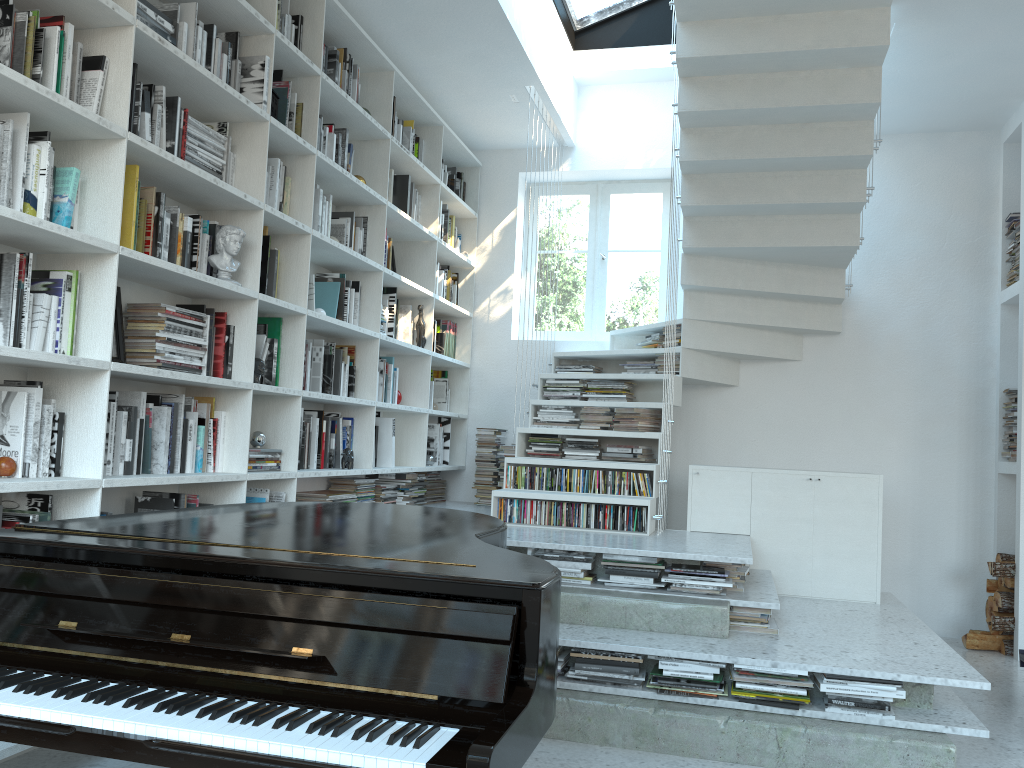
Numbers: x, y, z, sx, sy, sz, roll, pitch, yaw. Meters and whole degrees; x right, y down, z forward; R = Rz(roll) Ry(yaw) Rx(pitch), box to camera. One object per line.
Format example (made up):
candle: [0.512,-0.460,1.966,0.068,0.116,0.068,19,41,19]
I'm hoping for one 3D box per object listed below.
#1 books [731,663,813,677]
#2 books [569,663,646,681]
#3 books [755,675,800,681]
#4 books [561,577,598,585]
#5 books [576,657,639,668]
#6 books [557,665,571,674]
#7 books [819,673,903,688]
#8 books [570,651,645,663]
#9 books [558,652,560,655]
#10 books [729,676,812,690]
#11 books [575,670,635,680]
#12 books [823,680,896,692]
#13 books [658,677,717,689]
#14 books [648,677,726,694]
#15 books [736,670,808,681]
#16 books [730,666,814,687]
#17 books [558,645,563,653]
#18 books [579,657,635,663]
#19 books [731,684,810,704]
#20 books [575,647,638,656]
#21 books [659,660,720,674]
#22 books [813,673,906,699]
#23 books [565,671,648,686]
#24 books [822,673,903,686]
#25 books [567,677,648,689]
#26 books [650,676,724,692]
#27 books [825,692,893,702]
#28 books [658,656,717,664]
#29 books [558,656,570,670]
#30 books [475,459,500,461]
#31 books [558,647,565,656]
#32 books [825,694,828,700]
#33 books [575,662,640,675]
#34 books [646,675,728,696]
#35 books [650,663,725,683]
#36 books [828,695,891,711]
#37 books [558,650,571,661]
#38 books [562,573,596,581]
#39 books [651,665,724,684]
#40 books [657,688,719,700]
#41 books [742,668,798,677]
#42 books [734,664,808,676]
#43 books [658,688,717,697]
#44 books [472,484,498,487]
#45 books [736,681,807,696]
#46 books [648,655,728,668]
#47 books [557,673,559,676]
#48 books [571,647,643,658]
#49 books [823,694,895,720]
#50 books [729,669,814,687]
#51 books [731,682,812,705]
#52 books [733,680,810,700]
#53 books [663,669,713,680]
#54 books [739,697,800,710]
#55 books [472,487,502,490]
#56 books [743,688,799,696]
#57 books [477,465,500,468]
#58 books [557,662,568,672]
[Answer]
books: [0.966,1.061,3.310,0.284,0.008,0.133,2,-4,11]
books: [0.373,1.118,3.451,0.290,0.008,0.147,2,-4,11]
books: [0.965,1.076,3.312,0.210,0.009,0.133,1,-4,18]
books: [0.245,0.881,4.020,0.262,0.016,0.132,1,-4,19]
books: [0.376,1.070,3.458,0.239,0.017,0.142,2,-4,11]
books: [0.076,1.123,3.541,0.296,0.005,0.129,2,-4,17]
books: [1.255,1.061,3.214,0.266,0.010,0.176,2,-4,11]
books: [0.374,1.045,3.446,0.281,0.014,0.170,2,-4,12]
books: [0.074,1.046,3.523,0.235,0.014,0.166,2,-4,10]
books: [0.961,1.100,3.300,0.290,0.004,0.150,1,-4,18]
books: [0.371,1.108,3.443,0.220,0.011,0.177,2,-4,17]
books: [1.256,1.074,3.220,0.243,0.015,0.165,1,-4,18]
books: [0.666,1.117,3.361,0.215,0.013,0.189,2,-4,13]
books: [0.668,1.136,3.371,0.275,0.009,0.159,1,-4,18]
books: [0.962,1.067,3.299,0.251,0.006,0.175,2,-4,15]
books: [0.959,1.085,3.290,0.281,0.013,0.168,2,-4,10]
books: [0.074,1.033,3.521,0.249,0.012,0.179,2,-4,12]
books: [0.378,1.057,3.461,0.217,0.008,0.150,2,-4,14]
books: [0.956,1.139,3.283,0.275,0.006,0.191,2,-4,17]
books: [0.378,1.028,3.457,0.239,0.008,0.160,2,-4,16]
books: [0.673,1.064,3.381,0.222,0.028,0.141,2,-4,10]
books: [1.255,1.095,3.219,0.287,0.027,0.157,2,-4,10]
books: [0.368,1.125,3.432,0.290,0.009,0.189,1,-4,18]
books: [1.254,1.048,3.208,0.256,0.014,0.192,2,-4,11]
books: [0.372,1.144,3.452,0.291,0.012,0.142,1,-4,18]
books: [0.667,1.127,3.366,0.267,0.008,0.180,2,-4,14]
books: [1.259,1.119,3.237,0.224,0.019,0.137,2,-4,16]
books: [0.674,1.031,3.381,0.215,0.014,0.157,2,-4,17]
books: [0.072,1.090,3.520,0.287,0.013,0.182,2,-4,16]
books: [-0.156,0.530,6.186,0.149,0.005,0.261,2,-4,13]
books: [0.075,1.058,3.530,0.241,0.009,0.169,2,-4,15]
books: [1.259,1.153,3.239,0.205,0.014,0.132,2,-4,15]
books: [0.373,1.090,3.446,0.244,0.025,0.160,2,-4,10]
books: [0.667,1.143,3.369,0.297,0.005,0.171,2,-4,14]
books: [0.668,1.097,3.368,0.260,0.007,0.171,1,-4,18]
books: [1.250,1.135,3.205,0.205,0.017,0.187,1,-4,19]
books: [0.076,1.067,3.534,0.297,0.009,0.155,2,-4,16]
books: [0.248,0.867,4.030,0.258,0.013,0.136,2,-4,15]
books: [0.672,1.107,3.384,0.266,0.010,0.145,2,-4,14]
books: [0.662,1.155,3.353,0.224,0.005,0.193,2,-4,11]
books: [0.961,1.051,3.290,0.196,0.010,0.178,1,-4,19]
books: [0.961,1.038,3.291,0.256,0.016,0.183,1,-4,18]
books: [0.668,1.150,3.373,0.236,0.008,0.148,1,-4,19]
books: [-0.167,0.704,6.177,0.132,0.007,0.256,1,-4,19]
books: [0.958,1.109,3.287,0.246,0.015,0.191,2,-4,16]
books: [0.673,1.044,3.381,0.288,0.013,0.139,1,-4,19]
books: [0.070,1.128,3.520,0.254,0.008,0.161,1,-4,19]
books: [0.378,1.036,3.461,0.268,0.007,0.157,2,-4,15]
books: [1.250,1.167,3.209,0.230,0.017,0.184,2,-4,17]
books: [0.964,1.096,3.309,0.292,0.007,0.131,2,-4,11]
books: [0.957,1.147,3.288,0.276,0.009,0.178,2,-4,13]
books: [0.960,1.134,3.297,0.268,0.006,0.170,2,-4,15]
books: [0.668,1.085,3.366,0.182,0.017,0.180,2,-4,12]
books: [0.954,1.158,3.278,0.209,0.016,0.191,1,-4,19]
books: [-0.147,0.728,6.208,0.187,0.009,0.261,1,-4,19]
books: [0.962,1.125,3.306,0.196,0.014,0.154,2,-4,15]
books: [-0.154,0.574,6.182,0.141,0.011,0.253,2,-4,9]
books: [0.077,1.117,3.543,0.269,0.009,0.132,2,-4,16]
